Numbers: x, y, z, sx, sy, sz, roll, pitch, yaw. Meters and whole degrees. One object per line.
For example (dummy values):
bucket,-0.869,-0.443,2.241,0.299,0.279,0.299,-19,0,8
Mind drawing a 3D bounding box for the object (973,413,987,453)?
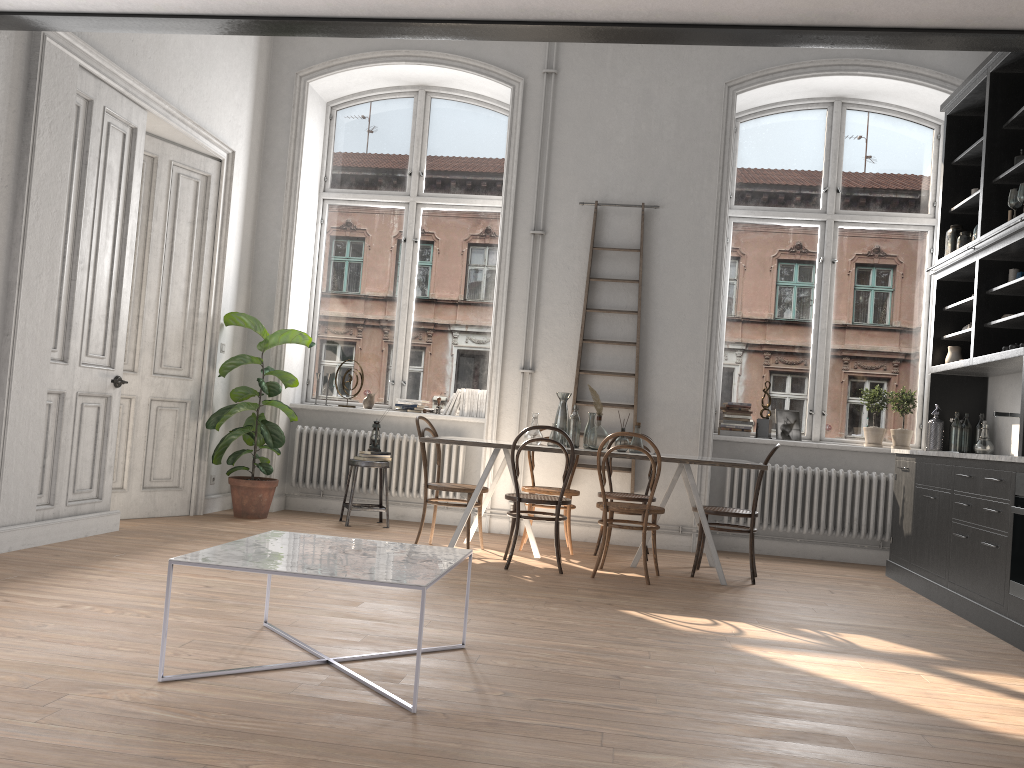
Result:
object,3.368,0.361,6.372,0.086,0.301,0.086,6,-3,-37

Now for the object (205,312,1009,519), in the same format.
object,0.441,0.322,6.598,5.826,1.842,0.792,4,-2,13

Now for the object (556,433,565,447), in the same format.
object,0.339,0.388,6.124,0.058,0.094,0.058,3,-3,36

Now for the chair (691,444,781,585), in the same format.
chair,1.489,0.840,5.962,0.549,0.920,0.438,4,-2,20

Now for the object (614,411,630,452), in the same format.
object,0.771,0.328,6.158,0.107,0.283,0.107,4,-2,2

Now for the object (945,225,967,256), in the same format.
object,3.261,-1.043,6.515,0.118,0.238,0.118,5,-2,-7

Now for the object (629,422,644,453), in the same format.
object,0.878,0.375,6.218,0.101,0.211,0.101,6,-3,-43

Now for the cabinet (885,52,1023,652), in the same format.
cabinet,3.021,-0.417,5.058,0.635,3.582,3.252,4,-2,8

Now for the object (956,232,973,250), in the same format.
object,3.259,-1.009,6.369,0.114,0.155,0.114,4,-2,11

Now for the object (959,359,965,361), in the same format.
object,3.274,-0.147,6.296,0.180,0.037,0.180,5,-3,-8

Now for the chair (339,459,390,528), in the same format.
chair,-1.185,0.885,7.244,0.364,0.522,0.360,5,-2,-19

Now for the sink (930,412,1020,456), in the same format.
sink,3.085,0.429,5.782,0.514,0.504,0.526,4,-2,8

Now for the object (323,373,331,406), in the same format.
object,-1.644,0.050,7.898,0.095,0.289,0.095,3,-2,30

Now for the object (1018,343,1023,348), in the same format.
object,3.069,-0.221,5.272,0.104,0.059,0.088,4,-2,16

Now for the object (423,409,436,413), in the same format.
object,-0.722,0.238,7.808,0.153,0.048,0.088,7,-3,-43

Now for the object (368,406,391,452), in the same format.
object,-1.095,0.367,7.323,0.163,0.383,0.154,5,-2,-19

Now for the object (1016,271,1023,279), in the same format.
object,3.225,-0.656,5.611,0.140,0.093,0.082,6,-3,-27

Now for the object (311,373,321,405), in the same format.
object,-1.753,0.045,7.970,0.095,0.289,0.095,3,-3,39

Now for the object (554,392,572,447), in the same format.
object,0.357,0.254,6.337,0.116,0.382,0.116,4,-2,19

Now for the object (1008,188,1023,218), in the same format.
object,3.114,-1.092,5.488,0.083,0.221,0.083,3,-3,39

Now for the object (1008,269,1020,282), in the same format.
object,3.247,-0.670,5.726,0.082,0.135,0.059,5,-2,-25

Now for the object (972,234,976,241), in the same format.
object,3.299,-1.007,6.261,0.096,0.150,0.096,5,-2,-4

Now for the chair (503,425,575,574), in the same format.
chair,0.170,0.727,5.746,0.438,0.920,0.549,4,-2,3

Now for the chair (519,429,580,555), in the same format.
chair,0.296,0.778,6.676,0.438,0.920,0.549,4,-2,6

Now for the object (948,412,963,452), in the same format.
object,3.213,0.351,6.420,0.086,0.301,0.086,5,-2,-7

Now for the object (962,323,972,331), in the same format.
object,3.337,-0.395,6.443,0.140,0.100,0.125,5,-2,-11

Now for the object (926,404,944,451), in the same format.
object,3.106,0.320,6.500,0.109,0.349,0.109,5,-2,-11

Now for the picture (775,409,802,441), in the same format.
picture,2.307,0.349,7.458,0.221,0.264,0.149,5,-2,-9

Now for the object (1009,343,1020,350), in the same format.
object,3.061,-0.217,5.374,0.088,0.059,0.104,5,-2,-14

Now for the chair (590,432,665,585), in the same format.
chair,0.744,0.767,5.634,0.438,0.920,0.549,4,-2,19

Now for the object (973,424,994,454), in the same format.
object,3.328,0.392,6.248,0.132,0.219,0.120,4,-2,8

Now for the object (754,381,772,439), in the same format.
object,2.126,0.215,7.446,0.122,0.488,0.102,3,-2,32

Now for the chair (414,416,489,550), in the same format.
chair,-0.434,0.701,6.238,0.549,0.920,0.438,4,-2,16

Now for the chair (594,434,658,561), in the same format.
chair,0.873,0.823,6.680,0.438,0.920,0.549,4,-2,15

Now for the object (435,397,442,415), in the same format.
object,-0.641,0.190,7.744,0.048,0.153,0.088,5,-2,-22

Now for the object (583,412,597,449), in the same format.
object,0.557,0.330,6.268,0.098,0.255,0.100,5,-2,-16

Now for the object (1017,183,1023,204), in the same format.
object,3.100,-1.099,5.358,0.083,0.221,0.083,6,-3,-36

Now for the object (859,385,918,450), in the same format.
object,3.101,0.268,7.322,0.500,0.524,0.234,5,-2,-3

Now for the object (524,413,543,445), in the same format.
object,0.153,0.310,6.118,0.132,0.219,0.132,5,-2,-3

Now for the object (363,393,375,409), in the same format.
object,-1.270,0.151,7.862,0.100,0.142,0.102,5,-2,-18

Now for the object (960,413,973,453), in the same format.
object,3.318,0.362,6.485,0.086,0.301,0.086,4,-2,22

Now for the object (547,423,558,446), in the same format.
object,0.293,0.357,6.227,0.083,0.158,0.083,4,-2,3

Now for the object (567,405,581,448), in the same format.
object,0.437,0.295,6.212,0.086,0.301,0.086,5,-2,-7

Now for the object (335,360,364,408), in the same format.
object,-1.449,-0.003,7.896,0.347,0.425,0.087,3,-3,40

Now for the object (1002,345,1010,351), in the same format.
object,3.083,-0.210,5.484,0.088,0.059,0.104,5,-2,-4

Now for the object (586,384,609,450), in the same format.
object,0.601,0.231,6.105,0.156,0.446,0.157,3,-2,25

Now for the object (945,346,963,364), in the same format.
object,3.229,-0.198,6.463,0.127,0.144,0.115,5,-2,-14
